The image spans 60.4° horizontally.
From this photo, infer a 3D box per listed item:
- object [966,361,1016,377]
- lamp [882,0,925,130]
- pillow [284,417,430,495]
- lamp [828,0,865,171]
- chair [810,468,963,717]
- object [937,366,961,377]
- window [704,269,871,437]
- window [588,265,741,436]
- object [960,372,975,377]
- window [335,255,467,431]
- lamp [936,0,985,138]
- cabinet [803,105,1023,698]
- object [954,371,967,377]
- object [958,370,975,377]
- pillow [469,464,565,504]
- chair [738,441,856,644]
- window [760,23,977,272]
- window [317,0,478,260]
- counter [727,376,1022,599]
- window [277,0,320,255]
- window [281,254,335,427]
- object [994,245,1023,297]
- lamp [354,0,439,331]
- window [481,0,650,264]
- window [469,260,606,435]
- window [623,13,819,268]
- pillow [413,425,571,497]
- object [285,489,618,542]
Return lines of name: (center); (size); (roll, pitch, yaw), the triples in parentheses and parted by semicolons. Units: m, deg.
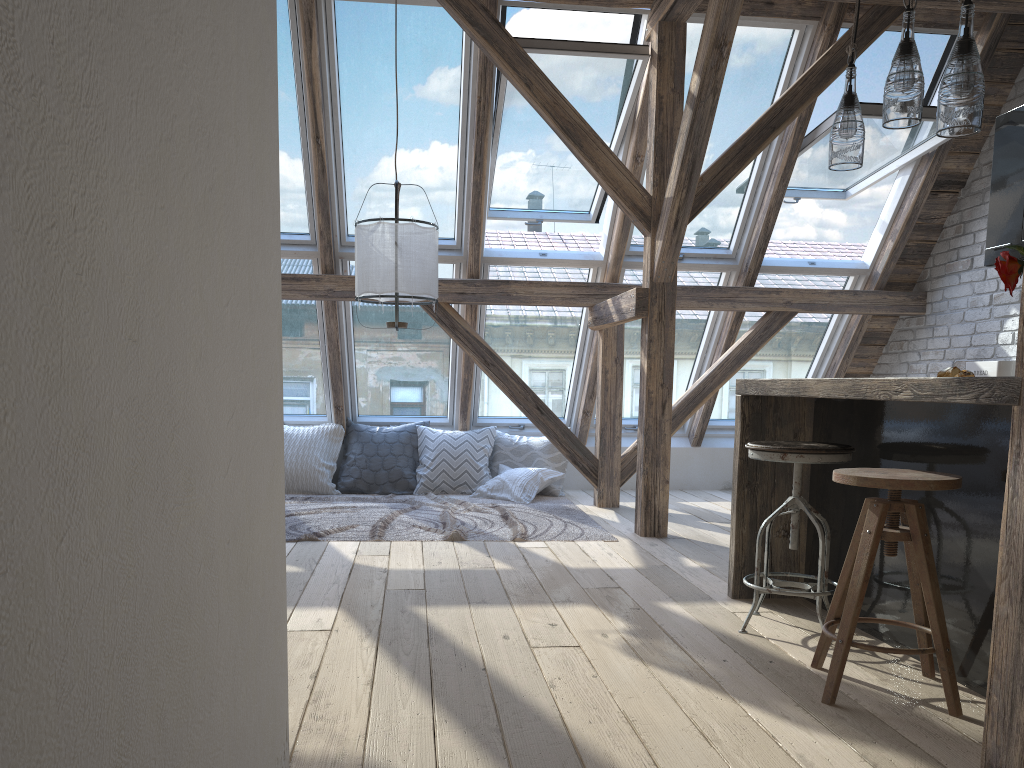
object: (2.644, -0.061, 4.960); (0.590, 0.135, 0.378); (1, 1, -18)
lamp: (1.070, -1.373, 2.471); (0.239, 1.253, 0.107); (2, 7, 5)
pillow: (-1.241, 0.529, 6.466); (1.272, 0.571, 0.462); (1, 4, -6)
lamp: (1.030, -1.348, 2.760); (0.225, 1.305, 0.107); (0, 7, -4)
chair: (1.015, 0.537, 2.373); (0.340, 0.603, 0.337); (2, 6, 13)
object: (2.466, -0.056, 4.970); (0.086, 0.088, 0.089); (-1, 4, -29)
window: (1.963, -0.215, 6.569); (0.855, 1.292, 1.084); (0, 4, -6)
window: (1.049, -0.229, 6.465); (0.855, 1.292, 1.084); (0, 4, -6)
object: (2.519, -0.039, 4.878); (0.083, 0.055, 0.072); (0, 3, -30)
window: (-0.779, -0.258, 6.257); (0.855, 1.292, 1.084); (0, 4, -6)
lamp: (1.098, -1.320, 2.169); (0.226, 1.358, 0.107); (0, 7, -4)
cabinet: (2.035, -0.405, 3.552); (2.093, 2.533, 4.178); (0, 2, -6)
object: (2.497, -0.041, 4.895); (0.083, 0.058, 0.071); (-1, 3, -31)
object: (2.546, -0.045, 4.927); (0.079, 0.068, 0.074); (-1, 4, -34)
pillow: (0.025, 0.718, 6.268); (0.534, 0.245, 0.473); (2, 2, 35)
chair: (0.957, 0.517, 2.979); (0.352, 0.644, 0.350); (4, 6, 27)
window: (2.086, -1.409, 5.499); (0.855, 1.290, 1.506); (0, 3, -6)
window: (-0.649, -1.452, 5.126); (0.855, 1.292, 1.084); (0, 4, -6)
counter: (1.930, 0.426, 3.849); (2.241, 0.861, 3.780); (1, 0, -6)
window: (-1.563, -1.467, 5.022); (0.855, 1.292, 1.084); (0, 4, -6)
window: (-1.693, -0.273, 6.154); (0.855, 1.292, 1.084); (0, 4, -6)
object: (1.221, -0.221, 1.911); (0.311, 0.420, 0.249); (3, 6, 26)
lamp: (-0.554, -1.222, 4.257); (0.405, 1.919, 0.396); (6, 8, 34)
window: (0.259, -1.438, 5.279); (0.855, 1.291, 1.392); (0, 3, -6)
window: (0.135, -0.244, 6.361); (0.855, 1.292, 1.084); (0, 4, -6)
window: (1.179, -1.423, 5.334); (0.855, 1.292, 1.084); (0, 4, -6)
pillow: (-0.144, 0.575, 6.551); (1.154, 0.541, 0.496); (1, 4, -1)
object: (-1.121, 0.772, 5.544); (3.186, 0.057, 2.169); (1, 0, -6)
